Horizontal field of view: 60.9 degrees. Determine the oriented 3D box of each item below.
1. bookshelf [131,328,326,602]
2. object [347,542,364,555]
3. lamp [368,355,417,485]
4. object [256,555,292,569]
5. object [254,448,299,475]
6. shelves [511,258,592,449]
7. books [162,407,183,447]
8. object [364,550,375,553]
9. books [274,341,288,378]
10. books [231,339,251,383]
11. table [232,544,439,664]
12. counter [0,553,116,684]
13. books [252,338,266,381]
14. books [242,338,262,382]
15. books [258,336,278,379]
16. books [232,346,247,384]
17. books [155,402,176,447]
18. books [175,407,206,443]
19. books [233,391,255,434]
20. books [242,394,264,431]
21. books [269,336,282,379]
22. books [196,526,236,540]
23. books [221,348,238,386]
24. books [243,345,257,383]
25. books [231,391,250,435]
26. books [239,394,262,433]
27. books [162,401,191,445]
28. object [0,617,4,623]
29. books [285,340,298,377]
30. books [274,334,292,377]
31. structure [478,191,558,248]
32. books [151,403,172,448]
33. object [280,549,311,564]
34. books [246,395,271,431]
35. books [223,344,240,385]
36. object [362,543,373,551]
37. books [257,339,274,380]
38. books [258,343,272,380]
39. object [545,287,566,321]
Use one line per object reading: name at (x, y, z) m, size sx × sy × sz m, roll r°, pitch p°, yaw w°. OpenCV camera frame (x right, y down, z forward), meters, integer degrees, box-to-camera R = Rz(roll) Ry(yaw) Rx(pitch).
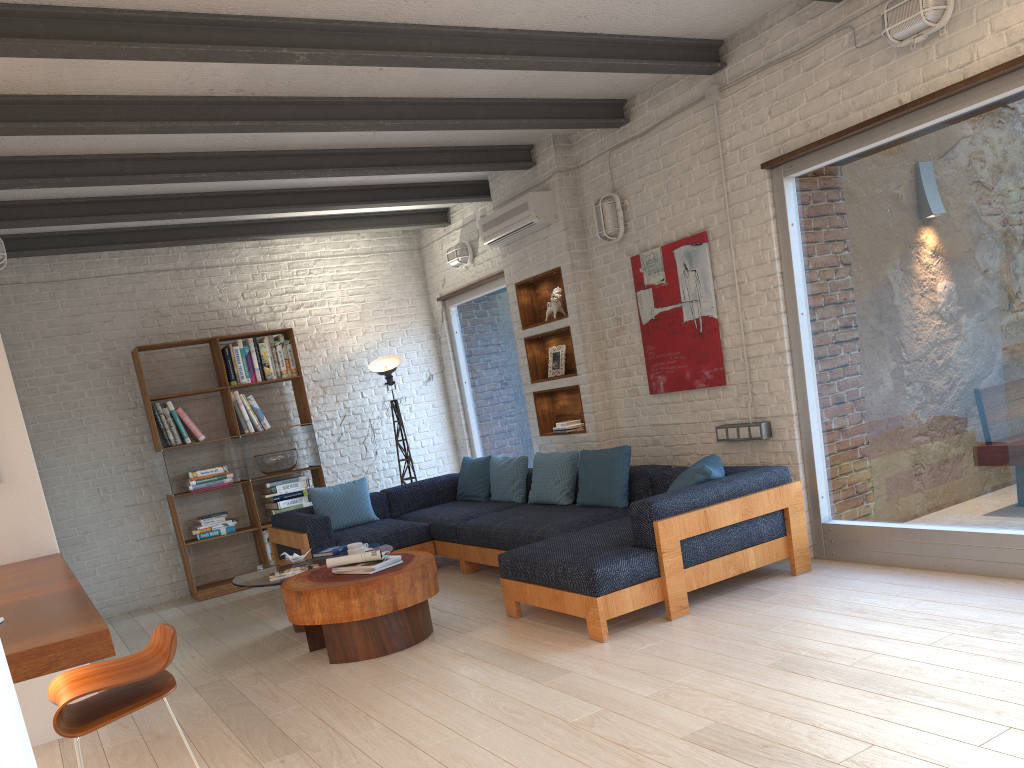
bookshelf at (-2.415, 0.705, 7.782) m, size 1.293 × 2.248 × 0.362 m, roll -14°, pitch 10°, yaw -28°
object at (-1.016, 1.094, 5.683) m, size 0.107 × 0.110 × 0.107 m, roll -11°, pitch 5°, yaw -14°
lamp at (-0.823, 0.609, 8.282) m, size 0.876 × 1.884 × 0.489 m, roll -5°, pitch 11°, yaw 32°
object at (-1.680, 1.254, 6.144) m, size 0.069 × 0.027 × 0.294 m, roll -9°, pitch 1°, yaw 38°
object at (-2.147, 0.721, 7.973) m, size 0.406 × 0.205 × 0.391 m, roll -10°, pitch 2°, yaw 12°
shelves at (0.383, -0.208, 6.953) m, size 0.188 × 1.457 × 0.765 m, roll -15°, pitch 9°, yaw -30°
books at (-2.945, 0.372, 7.508) m, size 0.100 × 0.341 × 0.254 m, roll -15°, pitch 8°, yaw -30°
object at (-0.888, 1.062, 5.410) m, size 0.143 × 0.057 × 0.176 m, roll -11°, pitch 1°, yaw -40°
books at (-2.119, -0.207, 7.893) m, size 0.054 × 0.336 × 0.254 m, roll -15°, pitch 8°, yaw -30°
books at (-2.404, -0.186, 7.735) m, size 0.036 × 0.391 × 0.243 m, roll -15°, pitch 9°, yaw -30°
table at (-1.145, 1.367, 5.560) m, size 1.061 × 0.454 × 1.827 m, roll -11°, pitch 1°, yaw -24°
counter at (-2.272, 1.312, 2.954) m, size 1.656 × 0.937 × 2.500 m, roll -11°, pitch 2°, yaw -30°
books at (-2.294, -0.205, 7.800) m, size 0.036 × 0.391 × 0.243 m, roll -15°, pitch 9°, yaw -30°
books at (-2.321, -0.200, 7.774) m, size 0.036 × 0.391 × 0.243 m, roll -15°, pitch 9°, yaw -30°
books at (-2.204, -0.221, 7.866) m, size 0.036 × 0.391 × 0.243 m, roll -15°, pitch 9°, yaw -30°
books at (-2.437, -0.152, 7.714) m, size 0.054 × 0.336 × 0.254 m, roll -15°, pitch 8°, yaw -30°
books at (-2.984, 0.353, 7.463) m, size 0.089 × 0.392 × 0.243 m, roll -15°, pitch 9°, yaw -30°
books at (-2.814, 0.357, 7.572) m, size 0.191 × 0.325 × 0.254 m, roll -14°, pitch 7°, yaw -30°
books at (-2.411, 0.256, 7.759) m, size 0.101 × 0.391 × 0.243 m, roll -15°, pitch 9°, yaw -30°
books at (-2.354, 0.263, 7.814) m, size 0.122 × 0.356 × 0.271 m, roll -15°, pitch 8°, yaw -30°
books at (-2.166, -0.227, 7.872) m, size 0.036 × 0.391 × 0.243 m, roll -15°, pitch 9°, yaw -30°
books at (-2.625, 1.311, 7.724) m, size 0.323 × 0.056 × 0.254 m, roll -10°, pitch 0°, yaw -19°
books at (-2.512, -0.139, 7.694) m, size 0.054 × 0.336 × 0.254 m, roll -15°, pitch 8°, yaw -30°
books at (-2.366, -0.164, 7.774) m, size 0.054 × 0.336 × 0.254 m, roll -15°, pitch 8°, yaw -30°
books at (-2.455, 0.263, 7.762) m, size 0.099 × 0.391 × 0.243 m, roll -15°, pitch 9°, yaw -30°
books at (-2.368, 0.266, 7.796) m, size 0.122 × 0.356 × 0.271 m, roll -15°, pitch 8°, yaw -30°
books at (-2.886, 0.338, 7.503) m, size 0.119 × 0.389 × 0.243 m, roll -15°, pitch 9°, yaw -30°
object at (-1.647, 0.709, 2.429) m, size 0.389 × 0.035 × 0.198 m, roll -10°, pitch 0°, yaw -25°
books at (-2.047, -0.220, 7.958) m, size 0.054 × 0.336 × 0.254 m, roll -15°, pitch 8°, yaw -30°
books at (-2.086, -0.241, 7.916) m, size 0.036 × 0.391 × 0.243 m, roll -15°, pitch 9°, yaw -30°
structure at (0.030, -1.248, 6.677) m, size 0.196 × 0.223 × 0.816 m, roll -13°, pitch 2°, yaw -30°
books at (-3.011, 0.358, 7.438) m, size 0.089 × 0.392 × 0.243 m, roll -15°, pitch 9°, yaw -30°
object at (-1.493, 1.188, 6.045) m, size 0.186 × 0.093 × 0.191 m, roll -10°, pitch 2°, yaw -4°
books at (-2.305, 0.264, 7.826) m, size 0.155 × 0.336 × 0.254 m, roll -14°, pitch 8°, yaw -30°
books at (-2.481, -0.159, 7.708) m, size 0.020 × 0.366 × 0.271 m, roll -15°, pitch 8°, yaw -30°
object at (-0.992, 1.118, 5.911) m, size 0.151 × 0.058 × 0.272 m, roll -11°, pitch 1°, yaw -37°
books at (-2.219, -0.204, 7.843) m, size 0.020 × 0.366 × 0.271 m, roll -15°, pitch 8°, yaw -30°
books at (-2.242, -0.186, 7.814) m, size 0.054 × 0.336 × 0.254 m, roll -15°, pitch 8°, yaw -30°
object at (0.332, -0.626, 6.837) m, size 0.111 × 0.248 × 0.214 m, roll -13°, pitch 6°, yaw -22°
